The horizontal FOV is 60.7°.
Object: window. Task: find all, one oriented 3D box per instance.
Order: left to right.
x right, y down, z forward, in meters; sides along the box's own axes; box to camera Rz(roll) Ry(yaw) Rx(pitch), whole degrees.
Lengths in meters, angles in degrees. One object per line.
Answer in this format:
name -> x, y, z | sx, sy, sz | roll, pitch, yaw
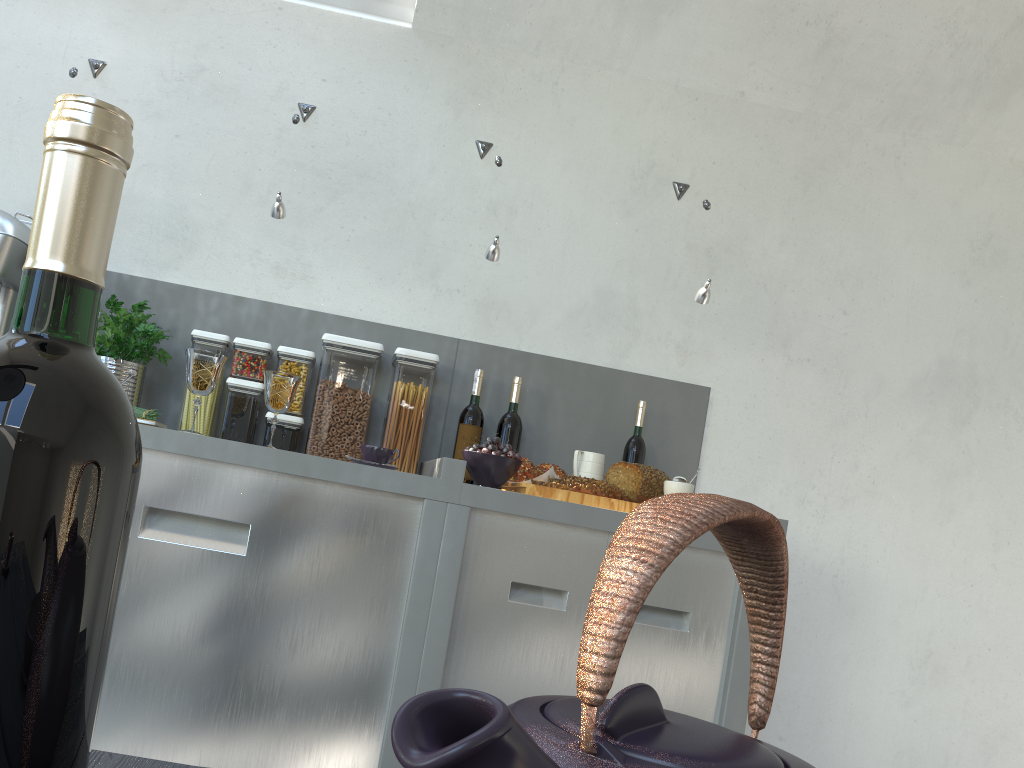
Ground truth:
window -> -0.445, -1.898, 1.995 | 0.822, 1.381, 1.508 | 11, -6, -9

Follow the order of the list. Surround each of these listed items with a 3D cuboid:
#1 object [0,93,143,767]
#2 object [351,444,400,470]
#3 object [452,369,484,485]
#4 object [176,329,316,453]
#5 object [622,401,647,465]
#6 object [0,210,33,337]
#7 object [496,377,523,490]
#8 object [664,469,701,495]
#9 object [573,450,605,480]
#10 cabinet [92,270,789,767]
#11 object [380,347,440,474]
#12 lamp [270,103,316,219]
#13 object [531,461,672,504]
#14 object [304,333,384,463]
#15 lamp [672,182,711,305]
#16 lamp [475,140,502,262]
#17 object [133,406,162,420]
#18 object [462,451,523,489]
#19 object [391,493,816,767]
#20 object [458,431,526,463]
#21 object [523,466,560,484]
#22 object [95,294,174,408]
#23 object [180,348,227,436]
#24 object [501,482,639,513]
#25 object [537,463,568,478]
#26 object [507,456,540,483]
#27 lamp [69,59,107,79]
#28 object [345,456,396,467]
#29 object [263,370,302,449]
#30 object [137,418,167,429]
object -> -0.207, 0.051, 0.369 | 0.095, 0.343, 0.088 | 9, -3, 26
object -> -0.323, 0.175, 2.084 | 0.118, 0.056, 0.115 | 9, -7, 8
object -> -0.120, 0.129, 2.488 | 0.071, 0.343, 0.075 | 11, -3, -14
object -> -0.734, 0.031, 2.418 | 0.338, 0.292, 0.107 | 11, -3, -5
object -> 0.350, 0.219, 2.522 | 0.062, 0.343, 0.063 | 10, -3, -4
object -> -1.389, -0.227, 2.194 | 0.354, 0.497, 0.436 | 11, -5, -8
object -> -0.010, 0.150, 2.496 | 0.072, 0.343, 0.073 | 10, -3, -4
object -> 0.417, 0.262, 2.193 | 0.077, 0.120, 0.069 | 7, -5, 38
object -> 0.201, 0.240, 2.301 | 0.084, 0.119, 0.088 | 9, -5, 14
cabinet -> -0.859, 0.438, 2.204 | 2.826, 1.470, 0.576 | 11, -3, -4
object -> -0.300, 0.089, 2.470 | 0.126, 0.352, 0.130 | 10, -3, -8
lamp -> -0.600, -0.622, 2.379 | 0.059, 0.434, 0.339 | 10, -5, -10
object -> 0.242, 0.238, 2.206 | 0.433, 0.111, 0.134 | 16, -8, -36
object -> -0.475, 0.055, 2.454 | 0.173, 0.352, 0.130 | 10, -3, -7
lamp -> 0.506, -0.411, 2.459 | 0.059, 0.434, 0.339 | 10, -5, -10
lamp -> -0.057, -0.518, 2.422 | 0.057, 0.433, 0.351 | 11, -5, -19
object -> -0.974, 0.048, 2.062 | 0.282, 0.053, 0.140 | 9, -8, 10
object -> -0.053, 0.211, 2.087 | 0.155, 0.078, 0.140 | 4, -9, 40
object -> 0.052, 0.152, 0.311 | 0.210, 0.231, 0.222 | 11, -5, -5
object -> -0.045, 0.162, 2.089 | 0.154, 0.094, 0.147 | 13, -7, -21
object -> 0.051, 0.235, 2.239 | 0.201, 0.059, 0.198 | 8, -8, 13
object -> -1.050, -0.067, 2.320 | 0.263, 0.340, 0.236 | 7, -5, 36
object -> -0.723, 0.022, 2.021 | 0.104, 0.191, 0.093 | 7, -5, 42
object -> 0.221, 0.302, 2.190 | 0.466, 0.028, 0.313 | 11, -8, -6
object -> 0.096, 0.246, 2.300 | 0.125, 0.076, 0.113 | 5, -8, 36
object -> 0.014, 0.220, 2.227 | 0.125, 0.076, 0.113 | 5, -8, 36
lamp -> -1.163, -0.730, 2.343 | 0.057, 0.433, 0.351 | 11, -5, -19
object -> -0.328, 0.185, 2.042 | 0.126, 0.013, 0.029 | 15, -9, -32
object -> -0.586, 0.070, 2.173 | 0.095, 0.191, 0.102 | 11, -4, -19
object -> -0.958, 0.075, 2.064 | 0.258, 0.012, 0.185 | 12, -8, -9
